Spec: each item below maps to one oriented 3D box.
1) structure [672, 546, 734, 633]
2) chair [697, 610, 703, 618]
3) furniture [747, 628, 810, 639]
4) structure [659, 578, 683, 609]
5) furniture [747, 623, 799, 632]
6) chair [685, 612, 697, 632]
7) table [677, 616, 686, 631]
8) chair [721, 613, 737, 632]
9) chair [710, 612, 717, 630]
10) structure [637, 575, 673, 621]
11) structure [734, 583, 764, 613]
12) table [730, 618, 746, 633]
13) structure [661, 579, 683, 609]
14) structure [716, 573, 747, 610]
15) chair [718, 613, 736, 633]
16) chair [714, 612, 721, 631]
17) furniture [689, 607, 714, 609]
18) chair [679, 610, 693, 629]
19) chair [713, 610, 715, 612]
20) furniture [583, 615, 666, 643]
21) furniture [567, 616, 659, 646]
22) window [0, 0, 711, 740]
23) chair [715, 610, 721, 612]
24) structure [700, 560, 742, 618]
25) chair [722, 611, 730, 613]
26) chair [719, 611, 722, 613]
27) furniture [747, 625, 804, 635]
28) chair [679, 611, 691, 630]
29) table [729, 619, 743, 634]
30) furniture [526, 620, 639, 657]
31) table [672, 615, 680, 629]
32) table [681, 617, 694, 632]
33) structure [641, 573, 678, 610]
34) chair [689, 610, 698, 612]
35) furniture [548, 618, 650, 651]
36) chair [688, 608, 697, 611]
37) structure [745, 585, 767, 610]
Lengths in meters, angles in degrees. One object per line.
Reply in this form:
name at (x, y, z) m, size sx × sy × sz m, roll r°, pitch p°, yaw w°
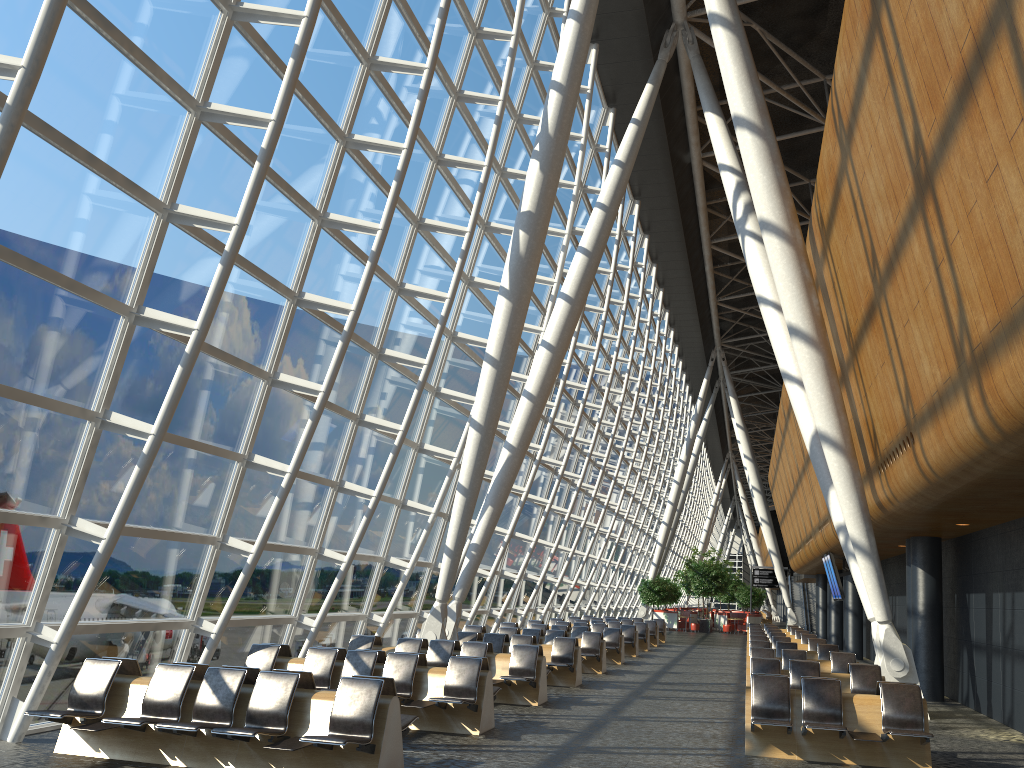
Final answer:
structure at (10.262, 11.130, 48.012) m, size 3.091 × 4.466 × 5.904 m, roll 1°, pitch -11°, yaw 8°
chair at (11.132, 14.159, 53.198) m, size 0.664 × 0.995 × 0.630 m, roll -5°, pitch -12°, yaw 40°
furniture at (8.205, 7.981, 27.091) m, size 1.896 × 0.856 × 1.689 m, roll -1°, pitch -12°, yaw 15°
structure at (9.142, 12.889, 52.091) m, size 1.792 × 2.810 × 1.852 m, roll 7°, pitch -10°, yaw -27°
furniture at (9.743, 9.396, 32.836) m, size 1.896 × 0.856 × 1.689 m, roll -1°, pitch -12°, yaw 15°
chair at (9.211, 12.391, 46.021) m, size 0.664 × 0.995 × 0.630 m, roll -5°, pitch -12°, yaw 40°
table at (8.786, 12.658, 46.677) m, size 0.800 × 0.739 × 0.811 m, roll 5°, pitch -11°, yaw -13°
chair at (11.563, 12.734, 47.044) m, size 0.626 × 0.995 × 0.667 m, roll 8°, pitch -10°, yaw -29°
chair at (11.535, 13.282, 49.385) m, size 0.628 × 0.995 × 0.665 m, roll 10°, pitch -12°, yaw -39°
structure at (7.307, 11.241, 45.247) m, size 1.741 × 2.738 × 1.799 m, roll 7°, pitch -10°, yaw -27°
structure at (14.707, 13.806, 54.812) m, size 1.741 × 2.738 × 1.799 m, roll 7°, pitch -10°, yaw -27°
table at (11.877, 12.718, 46.363) m, size 0.801 × 0.739 × 0.810 m, roll -4°, pitch -12°, yaw 31°
structure at (9.767, 13.695, 55.325) m, size 1.765 × 2.772 × 1.824 m, roll 7°, pitch -10°, yaw -27°
structure at (14.484, 14.322, 58.548) m, size 2.283 × 3.425 × 2.251 m, roll -2°, pitch -10°, yaw 28°
chair at (11.228, 12.472, 45.993) m, size 0.665 × 0.995 × 0.629 m, roll 8°, pitch -10°, yaw -29°
chair at (11.511, 13.006, 48.215) m, size 0.666 × 0.995 × 0.627 m, roll 10°, pitch -12°, yaw -39°
furniture at (17.467, 21.561, 83.250) m, size 3.251 × 0.856 × 1.689 m, roll -1°, pitch -12°, yaw 15°
chair at (9.623, 13.172, 49.271) m, size 0.665 × 0.995 × 0.629 m, roll 8°, pitch -10°, yaw -29°
chair at (14.158, 15.972, 60.364) m, size 0.660 × 0.995 × 0.632 m, roll 2°, pitch -9°, yaw 0°
furniture at (4.301, 9.447, 34.060) m, size 3.251 × 0.856 × 1.689 m, roll -1°, pitch -12°, yaw 15°
furniture at (3.532, 8.740, 31.188) m, size 3.251 × 0.856 × 1.689 m, roll -1°, pitch -12°, yaw 15°
window at (14.003, 12.377, 73.145) m, size 3.719 × 13.819 × 169.140 m, roll 0°, pitch -13°, yaw 15°
chair at (13.456, 15.049, 56.563) m, size 0.628 × 0.995 × 0.665 m, roll 10°, pitch -12°, yaw -39°
structure at (14.771, 14.886, 63.182) m, size 3.105 × 4.468 × 5.816 m, roll -5°, pitch -13°, yaw 37°
chair at (13.149, 14.240, 53.170) m, size 0.665 × 0.995 × 0.629 m, roll 8°, pitch -10°, yaw -29°
chair at (13.432, 14.774, 55.392) m, size 0.666 × 0.995 × 0.627 m, roll 10°, pitch -12°, yaw -39°
furniture at (8.974, 8.689, 29.964) m, size 1.896 × 0.856 × 1.689 m, roll -1°, pitch -12°, yaw 15°
chair at (9.208, 12.711, 47.386) m, size 0.625 × 0.995 × 0.668 m, roll -5°, pitch -12°, yaw 40°
table at (11.364, 12.360, 44.930) m, size 0.801 × 0.739 × 0.810 m, roll -4°, pitch -12°, yaw 31°
furniture at (1.995, 7.325, 25.442) m, size 3.251 × 0.856 × 1.689 m, roll -1°, pitch -12°, yaw 15°
table at (9.019, 13.247, 49.147) m, size 0.801 × 0.739 × 0.810 m, roll -4°, pitch -12°, yaw 31°
table at (8.888, 12.268, 45.000) m, size 0.800 × 0.739 × 0.811 m, roll 5°, pitch -11°, yaw -13°
structure at (7.969, 11.834, 48.063) m, size 1.920 × 2.925 × 1.892 m, roll 4°, pitch -9°, yaw -10°
chair at (11.129, 14.479, 54.563) m, size 0.625 × 0.995 × 0.668 m, roll -5°, pitch -12°, yaw 40°
furniture at (2.764, 8.032, 28.315) m, size 3.251 × 0.856 × 1.689 m, roll -1°, pitch -12°, yaw 15°
chair at (12.421, 16.137, 61.390) m, size 0.624 × 0.995 × 0.669 m, roll 6°, pitch -10°, yaw -19°
structure at (17.690, 16.148, 64.706) m, size 1.893 × 2.951 × 1.956 m, roll 7°, pitch -10°, yaw -27°
